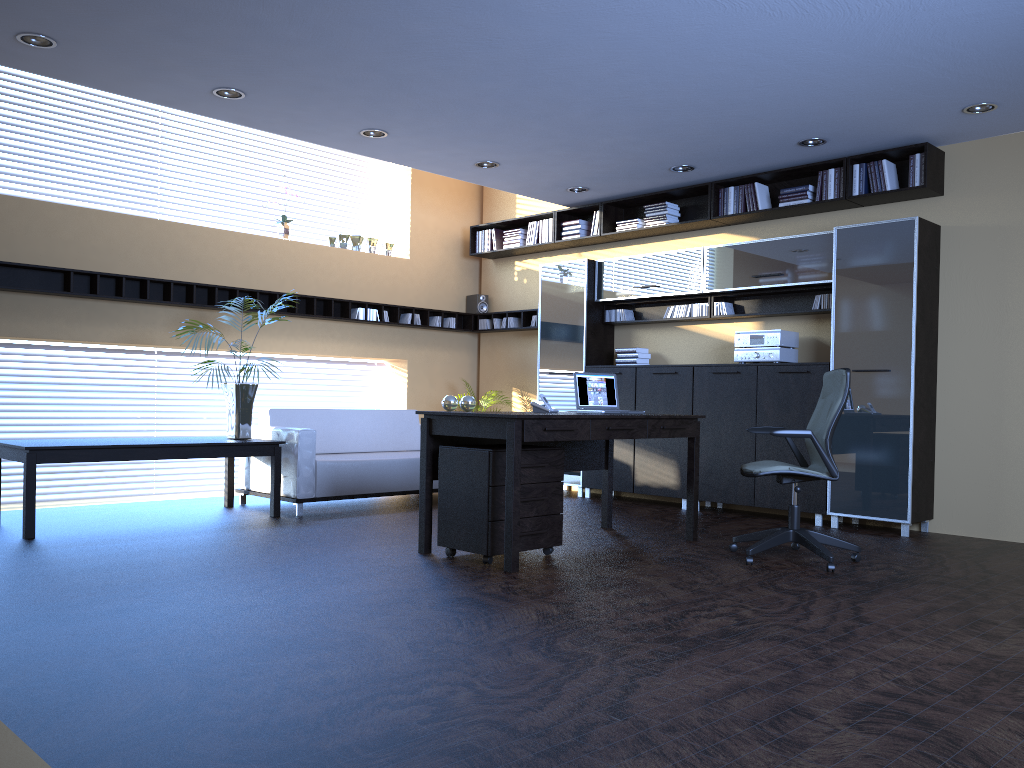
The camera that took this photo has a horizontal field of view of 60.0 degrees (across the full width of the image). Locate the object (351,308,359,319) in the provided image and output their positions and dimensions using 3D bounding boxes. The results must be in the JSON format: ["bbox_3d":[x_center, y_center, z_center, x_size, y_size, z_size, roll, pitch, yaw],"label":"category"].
[{"bbox_3d":[-1.678,-0.741,9.377,0.142,0.118,0.040,1,0,45],"label":"object"}]

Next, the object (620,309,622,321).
[{"bbox_3d":[1.146,-0.690,8.968,0.140,0.117,0.026,2,0,-45],"label":"object"}]

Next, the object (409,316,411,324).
[{"bbox_3d":[-1.177,-0.723,9.880,0.026,0.117,0.140,1,0,-45],"label":"object"}]

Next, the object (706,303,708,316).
[{"bbox_3d":[1.854,-0.688,8.251,0.142,0.120,0.009,2,0,-45],"label":"object"}]

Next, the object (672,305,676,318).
[{"bbox_3d":[1.597,-0.689,8.515,0.142,0.118,0.040,2,0,-45],"label":"object"}]

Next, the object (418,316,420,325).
[{"bbox_3d":[-1.091,-0.720,9.959,0.142,0.120,0.030,1,0,45],"label":"object"}]

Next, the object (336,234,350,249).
[{"bbox_3d":[-1.812,-1.513,9.489,0.133,0.160,0.126,1,0,-24],"label":"object"}]

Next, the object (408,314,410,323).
[{"bbox_3d":[-1.191,-0.724,9.864,0.026,0.117,0.140,1,0,-45],"label":"object"}]

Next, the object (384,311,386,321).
[{"bbox_3d":[-1.419,-0.732,9.631,0.030,0.120,0.142,1,0,-45],"label":"object"}]

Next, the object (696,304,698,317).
[{"bbox_3d":[1.779,-0.688,8.332,0.142,0.120,0.009,2,0,-45],"label":"object"}]

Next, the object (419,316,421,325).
[{"bbox_3d":[-1.081,-0.719,9.971,0.040,0.118,0.142,1,0,-45],"label":"object"}]

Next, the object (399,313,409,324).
[{"bbox_3d":[-1.199,-0.723,9.851,0.142,0.118,0.040,1,0,45],"label":"object"}]

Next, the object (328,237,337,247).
[{"bbox_3d":[-1.906,-1.494,9.397,0.089,0.113,0.094,1,0,-9],"label":"object"}]

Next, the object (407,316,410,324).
[{"bbox_3d":[-1.191,-0.724,9.865,0.030,0.120,0.142,1,0,-45],"label":"object"}]

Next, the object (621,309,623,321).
[{"bbox_3d":[1.154,-0.690,8.962,0.142,0.120,0.030,2,0,-45],"label":"object"}]

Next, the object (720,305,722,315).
[{"bbox_3d":[1.958,-0.687,8.156,0.140,0.117,0.026,2,0,-45],"label":"object"}]

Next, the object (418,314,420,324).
[{"bbox_3d":[-1.087,-0.720,9.956,0.140,0.117,0.026,1,0,45],"label":"object"}]

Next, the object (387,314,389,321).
[{"bbox_3d":[-1.394,-0.730,9.657,0.036,0.116,0.140,1,0,-45],"label":"object"}]

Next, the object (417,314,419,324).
[{"bbox_3d":[-1.097,-0.720,9.951,0.142,0.120,0.030,1,0,45],"label":"object"}]

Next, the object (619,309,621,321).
[{"bbox_3d":[1.134,-0.691,8.986,0.142,0.120,0.009,2,0,-45],"label":"object"}]

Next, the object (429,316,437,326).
[{"bbox_3d":[-0.916,-0.712,10.135,0.040,0.118,0.142,1,0,-45],"label":"object"}]

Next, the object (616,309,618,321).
[{"bbox_3d":[1.110,-0.691,9.005,0.142,0.120,0.009,2,0,-45],"label":"object"}]

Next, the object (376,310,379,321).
[{"bbox_3d":[-1.488,-0.734,9.567,0.040,0.118,0.142,1,0,-45],"label":"object"}]

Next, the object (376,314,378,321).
[{"bbox_3d":[-1.490,-0.734,9.568,0.041,0.122,0.142,1,0,-45],"label":"object"}]

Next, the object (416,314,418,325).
[{"bbox_3d":[-1.112,-0.721,9.937,0.030,0.120,0.142,1,0,-45],"label":"object"}]

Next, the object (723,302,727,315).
[{"bbox_3d":[1.990,-0.686,8.123,0.140,0.116,0.036,2,0,-45],"label":"object"}]

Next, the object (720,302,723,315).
[{"bbox_3d":[1.963,-0.687,8.147,0.142,0.120,0.030,2,0,-45],"label":"object"}]

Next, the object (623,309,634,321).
[{"bbox_3d":[1.179,-0.689,8.937,0.142,0.118,0.040,2,0,-45],"label":"object"}]

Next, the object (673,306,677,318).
[{"bbox_3d":[1.607,-0.689,8.510,0.140,0.116,0.036,2,0,-45],"label":"object"}]

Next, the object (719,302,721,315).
[{"bbox_3d":[1.942,-0.688,8.170,0.142,0.120,0.009,2,0,-45],"label":"object"}]

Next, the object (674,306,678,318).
[{"bbox_3d":[1.612,-0.689,8.501,0.140,0.116,0.036,2,0,-45],"label":"object"}]

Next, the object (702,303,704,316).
[{"bbox_3d":[1.825,-0.688,8.293,0.142,0.120,0.009,2,0,-45],"label":"object"}]

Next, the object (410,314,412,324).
[{"bbox_3d":[-1.171,-0.723,9.889,0.030,0.120,0.142,1,0,-45],"label":"object"}]

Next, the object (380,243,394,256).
[{"bbox_3d":[-1.396,-1.492,9.902,0.124,0.149,0.117,1,0,-44],"label":"object"}]

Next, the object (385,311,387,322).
[{"bbox_3d":[-1.414,-0.732,9.641,0.030,0.120,0.142,1,0,-45],"label":"object"}]

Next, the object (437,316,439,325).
[{"bbox_3d":[-0.895,-0.713,10.149,0.026,0.117,0.140,1,0,-45],"label":"object"}]

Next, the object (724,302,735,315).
[{"bbox_3d":[1.991,-0.686,8.125,0.142,0.118,0.040,2,0,-45],"label":"object"}]

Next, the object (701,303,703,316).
[{"bbox_3d":[1.815,-0.688,8.296,0.142,0.120,0.009,2,0,-45],"label":"object"}]

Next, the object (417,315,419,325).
[{"bbox_3d":[-1.102,-0.720,9.942,0.142,0.120,0.030,1,0,45],"label":"object"}]

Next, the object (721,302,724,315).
[{"bbox_3d":[1.971,-0.687,8.140,0.142,0.120,0.030,2,0,-45],"label":"object"}]

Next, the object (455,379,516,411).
[{"bbox_3d":[-0.357,0.527,9.971,0.841,1.241,0.689,1,0,-11],"label":"object"}]

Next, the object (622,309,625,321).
[{"bbox_3d":[1.166,-0.690,8.945,0.142,0.120,0.030,2,0,-45],"label":"object"}]

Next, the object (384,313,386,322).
[{"bbox_3d":[-1.424,-0.733,9.622,0.026,0.117,0.140,1,0,-45],"label":"object"}]

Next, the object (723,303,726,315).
[{"bbox_3d":[1.981,-0.687,8.135,0.142,0.120,0.030,2,0,-45],"label":"object"}]

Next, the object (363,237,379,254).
[{"bbox_3d":[-1.558,-1.511,9.741,0.137,0.173,0.144,1,0,36],"label":"object"}]

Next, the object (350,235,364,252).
[{"bbox_3d":[-1.687,-1.515,9.618,0.137,0.173,0.144,1,0,6],"label":"object"}]

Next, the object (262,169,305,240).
[{"bbox_3d":[-2.285,-1.800,9.017,0.351,0.695,0.437,1,0,25],"label":"object"}]

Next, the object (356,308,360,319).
[{"bbox_3d":[-1.659,-0.742,9.393,0.009,0.120,0.142,1,0,-45],"label":"object"}]

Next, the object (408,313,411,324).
[{"bbox_3d":[-1.183,-0.723,9.871,0.030,0.120,0.142,1,0,-45],"label":"object"}]

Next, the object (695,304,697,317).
[{"bbox_3d":[1.769,-0.688,8.337,0.142,0.120,0.009,2,0,-45],"label":"object"}]

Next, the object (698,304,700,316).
[{"bbox_3d":[1.791,-0.688,8.315,0.142,0.120,0.009,2,0,-45],"label":"object"}]

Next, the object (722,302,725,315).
[{"bbox_3d":[1.979,-0.687,8.133,0.140,0.117,0.026,2,0,-44],"label":"object"}]

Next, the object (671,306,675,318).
[{"bbox_3d":[1.590,-0.689,8.522,0.040,0.118,0.142,2,0,45],"label":"object"}]

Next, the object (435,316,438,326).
[{"bbox_3d":[-0.907,-0.713,10.147,0.142,0.120,0.030,1,0,45],"label":"object"}]

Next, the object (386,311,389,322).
[{"bbox_3d":[-1.395,-0.730,9.658,0.040,0.118,0.142,1,0,-45],"label":"object"}]
